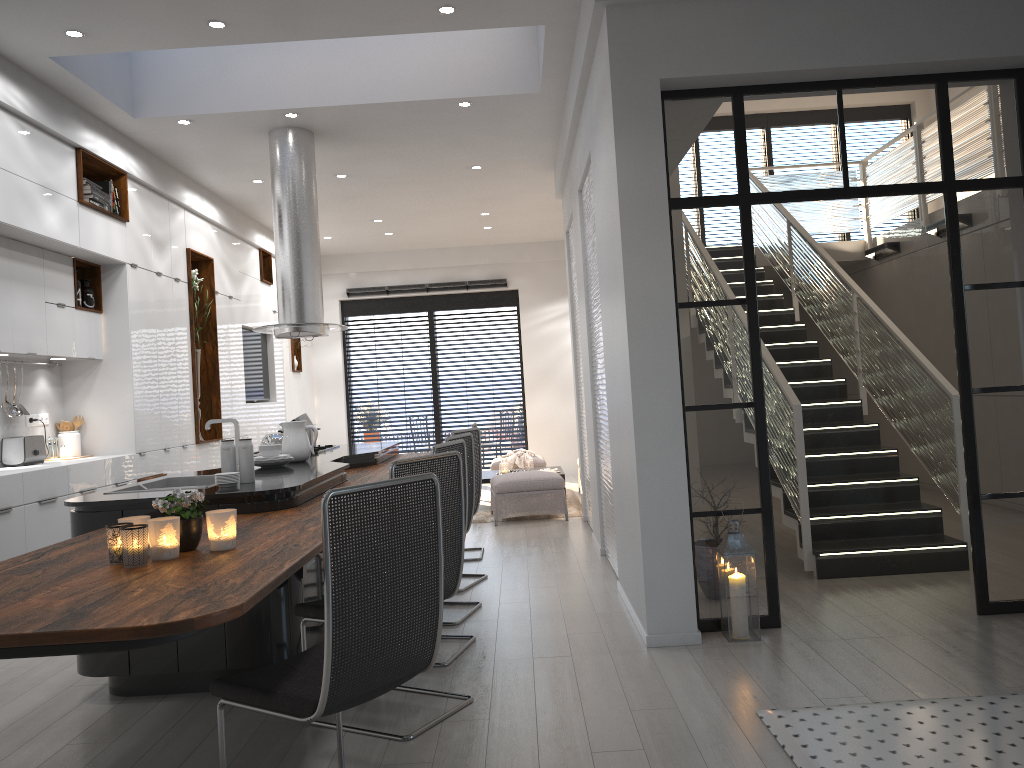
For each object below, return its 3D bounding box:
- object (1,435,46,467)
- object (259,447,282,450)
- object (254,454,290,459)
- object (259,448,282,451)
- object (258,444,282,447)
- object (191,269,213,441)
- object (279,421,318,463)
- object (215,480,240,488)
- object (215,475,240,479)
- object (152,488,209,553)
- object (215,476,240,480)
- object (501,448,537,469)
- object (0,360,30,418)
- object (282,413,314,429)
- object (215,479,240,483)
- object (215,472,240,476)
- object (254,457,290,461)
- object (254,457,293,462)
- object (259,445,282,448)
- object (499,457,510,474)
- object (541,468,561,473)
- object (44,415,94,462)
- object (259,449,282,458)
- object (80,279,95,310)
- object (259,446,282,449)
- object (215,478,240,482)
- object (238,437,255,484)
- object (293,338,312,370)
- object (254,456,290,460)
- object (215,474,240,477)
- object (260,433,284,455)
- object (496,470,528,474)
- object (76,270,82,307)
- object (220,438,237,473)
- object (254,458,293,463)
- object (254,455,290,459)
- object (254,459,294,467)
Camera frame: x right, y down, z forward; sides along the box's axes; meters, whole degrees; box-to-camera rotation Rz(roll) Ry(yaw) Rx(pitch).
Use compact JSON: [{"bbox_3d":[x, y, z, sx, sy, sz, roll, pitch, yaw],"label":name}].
[{"bbox_3d":[-3.257,0.447,5.928,0.177,0.195,0.260,-4,-1,1],"label":"object"},{"bbox_3d":[-1.446,0.409,5.310,0.138,0.051,0.138,-3,-1,-19],"label":"object"},{"bbox_3d":[-1.444,0.440,5.308,0.229,0.016,0.229,-4,-1,-3],"label":"object"},{"bbox_3d":[-1.446,0.414,5.310,0.138,0.051,0.138,-3,-1,-19],"label":"object"},{"bbox_3d":[-1.447,0.392,5.310,0.138,0.051,0.138,-3,-1,-19],"label":"object"},{"bbox_3d":[-2.933,-0.280,8.203,0.322,1.616,0.323,-5,-2,26],"label":"object"},{"bbox_3d":[-1.355,0.363,5.590,0.211,0.254,0.183,-5,-2,35],"label":"object"},{"bbox_3d":[-1.315,0.463,4.100,0.111,0.023,0.111,-4,-1,13],"label":"object"},{"bbox_3d":[-1.316,0.438,4.101,0.111,0.023,0.111,-4,-1,13],"label":"object"},{"bbox_3d":[-1.070,0.439,2.884,0.151,0.206,0.157,-4,-2,17],"label":"object"},{"bbox_3d":[-1.316,0.444,4.101,0.111,0.023,0.111,-4,-1,13],"label":"object"},{"bbox_3d":[0.096,0.976,10.911,0.417,0.355,0.760,-4,-1,8],"label":"object"},{"bbox_3d":[-3.341,0.035,5.918,0.069,0.389,0.320,-4,-1,2],"label":"object"},{"bbox_3d":[-1.641,0.334,6.798,0.249,0.212,0.256,-4,-1,36],"label":"object"},{"bbox_3d":[-1.315,0.457,4.100,0.111,0.023,0.111,-4,-1,13],"label":"object"},{"bbox_3d":[-1.317,0.425,4.101,0.111,0.023,0.111,-4,-1,13],"label":"object"},{"bbox_3d":[-1.443,0.454,5.308,0.229,0.016,0.229,-4,-1,-3],"label":"object"},{"bbox_3d":[-1.442,0.465,5.308,0.264,0.033,0.264,-4,-1,37],"label":"object"},{"bbox_3d":[-1.447,0.397,5.310,0.138,0.051,0.138,-3,-1,-19],"label":"object"},{"bbox_3d":[-0.084,0.891,9.635,0.110,0.183,0.119,-4,-2,6],"label":"object"},{"bbox_3d":[0.407,0.937,9.636,0.281,0.032,0.533,-4,-1,13],"label":"object"},{"bbox_3d":[-3.248,0.391,6.478,0.221,0.316,0.330,-4,-1,0],"label":"object"},{"bbox_3d":[-1.445,0.420,5.309,0.138,0.051,0.138,-3,-1,-19],"label":"object"},{"bbox_3d":[-3.179,-0.659,6.599,0.123,0.231,0.123,-4,-2,2],"label":"object"},{"bbox_3d":[-1.446,0.403,5.310,0.138,0.051,0.138,-3,-1,-19],"label":"object"},{"bbox_3d":[-1.316,0.451,4.101,0.111,0.023,0.111,-4,-1,13],"label":"object"},{"bbox_3d":[-1.276,0.364,4.257,0.071,0.219,0.071,-4,-2,26],"label":"object"},{"bbox_3d":[-2.848,-0.487,11.631,0.480,0.627,0.314,-3,-2,-9],"label":"object"},{"bbox_3d":[-1.444,0.449,5.308,0.229,0.016,0.229,-4,-1,-3],"label":"object"},{"bbox_3d":[-1.317,0.431,4.101,0.111,0.023,0.111,-4,-1,13],"label":"object"},{"bbox_3d":[-1.573,0.420,5.929,0.211,0.174,0.211,-4,-1,7],"label":"object"},{"bbox_3d":[-0.043,0.968,9.820,0.333,0.030,0.582,-3,-1,-36],"label":"object"},{"bbox_3d":[-3.181,-0.682,6.405,0.124,0.275,0.124,-3,-2,-12],"label":"object"},{"bbox_3d":[-1.358,0.369,4.248,0.071,0.219,0.071,-2,-2,-36],"label":"object"},{"bbox_3d":[-1.442,0.471,5.308,0.264,0.033,0.264,-4,-1,37],"label":"object"},{"bbox_3d":[-1.444,0.445,5.308,0.229,0.016,0.229,-4,-1,-3],"label":"object"},{"bbox_3d":[-1.442,0.477,5.307,0.264,0.033,0.264,-4,-1,37],"label":"object"}]
